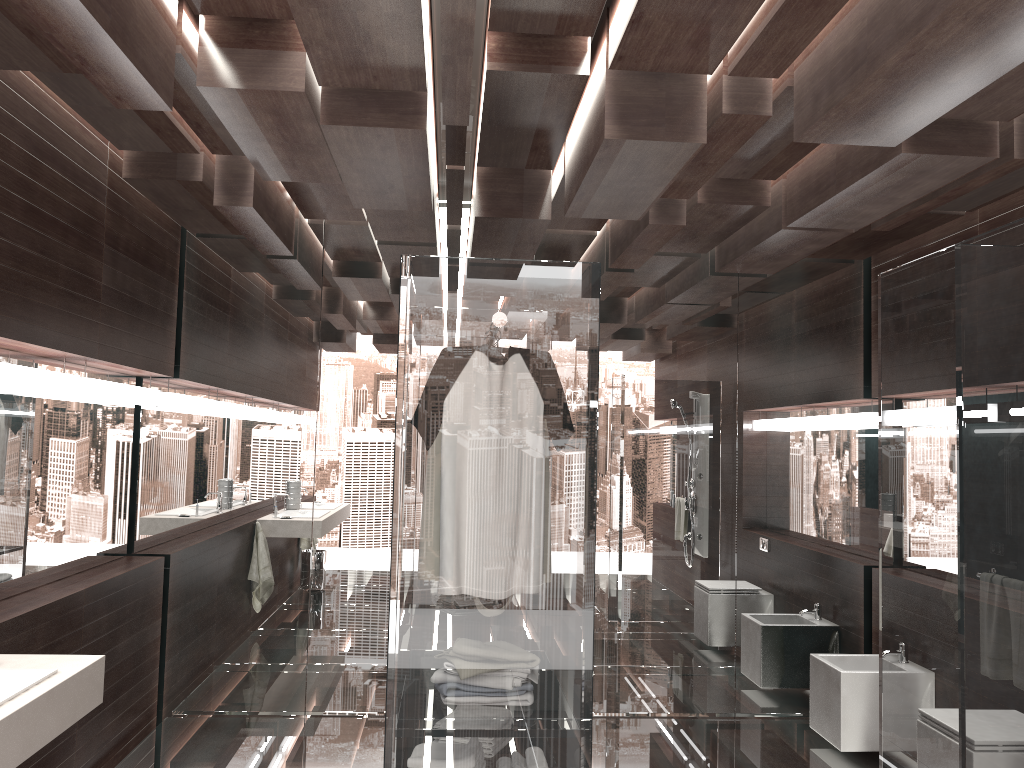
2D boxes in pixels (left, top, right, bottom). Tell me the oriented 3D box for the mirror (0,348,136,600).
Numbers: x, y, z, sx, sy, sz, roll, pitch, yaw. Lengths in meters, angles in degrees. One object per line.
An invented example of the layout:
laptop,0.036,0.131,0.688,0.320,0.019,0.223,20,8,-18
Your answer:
mirror,0.274,0.314,2.159,4.126,0.916,5.081,2,-4,-4

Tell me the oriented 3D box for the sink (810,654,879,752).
sink,1.731,1.474,4.264,0.469,0.456,0.357,2,-4,-4

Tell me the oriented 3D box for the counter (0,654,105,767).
counter,-1.320,0.757,1.502,0.488,0.131,1.954,2,-4,-4

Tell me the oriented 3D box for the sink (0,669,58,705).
sink,-1.368,0.655,1.957,0.427,0.193,0.681,2,-4,-4

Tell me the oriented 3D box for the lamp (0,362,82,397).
lamp,-1.733,-0.022,3.079,0.082,0.082,0.950,2,-4,-4

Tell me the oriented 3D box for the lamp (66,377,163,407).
lamp,-1.803,0.043,4.083,0.082,0.082,0.950,2,-4,-4
